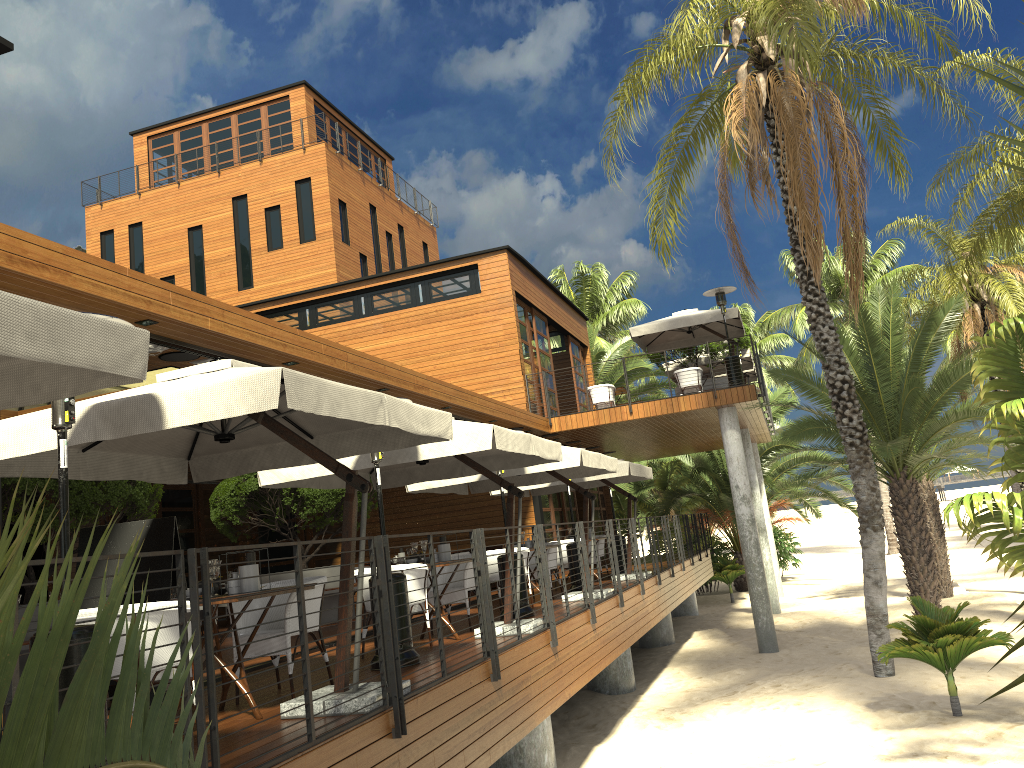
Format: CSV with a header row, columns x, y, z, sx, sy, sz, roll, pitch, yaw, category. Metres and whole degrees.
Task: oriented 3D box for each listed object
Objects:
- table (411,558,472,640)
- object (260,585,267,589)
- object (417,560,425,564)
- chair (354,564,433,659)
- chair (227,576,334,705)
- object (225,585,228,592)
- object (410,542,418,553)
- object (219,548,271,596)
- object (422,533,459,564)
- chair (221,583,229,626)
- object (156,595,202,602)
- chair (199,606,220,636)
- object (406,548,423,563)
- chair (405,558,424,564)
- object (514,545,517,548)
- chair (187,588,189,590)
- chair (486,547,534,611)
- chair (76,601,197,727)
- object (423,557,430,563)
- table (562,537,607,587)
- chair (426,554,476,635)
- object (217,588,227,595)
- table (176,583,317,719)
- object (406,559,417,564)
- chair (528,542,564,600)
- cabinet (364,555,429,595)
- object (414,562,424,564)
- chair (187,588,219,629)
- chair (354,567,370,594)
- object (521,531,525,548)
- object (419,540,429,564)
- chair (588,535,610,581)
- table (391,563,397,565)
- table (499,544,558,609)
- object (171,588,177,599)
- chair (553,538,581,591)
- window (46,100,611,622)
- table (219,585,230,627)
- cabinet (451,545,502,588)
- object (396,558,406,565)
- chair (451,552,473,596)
x,y,z,sx,sy,sz,roll,pitch,yaw,category
-0.842,2.181,8.861,0.931,0.752,0.929,-10,-11,16,table
-1.861,1.421,6.107,0.294,0.025,0.170,-10,-10,16,object
-0.896,1.763,8.756,0.080,0.042,0.080,-3,-11,-22,object
-1.100,2.069,8.156,0.627,0.791,0.615,-11,-11,17,chair
-1.639,1.820,6.381,0.627,0.791,0.615,-11,-11,17,chair
-1.865,1.373,5.950,0.116,0.065,0.116,-11,-11,20,object
-1.006,1.765,9.238,0.082,0.228,0.082,-8,-11,5,object
-1.734,1.218,5.745,0.263,0.265,0.262,-2,-12,-28,object
-0.721,1.659,8.930,0.263,0.265,0.262,-2,-12,-28,object
-5.274,4.194,17.054,0.627,0.791,0.614,-4,-11,-17,chair
-2.004,1.319,5.434,0.294,0.025,0.170,-10,-10,16,object
-4.990,3.616,14.027,0.626,0.791,0.616,-15,-13,37,chair
-1.000,1.751,9.007,0.163,0.179,0.167,-11,-11,18,object
-1.536,3.358,15.046,0.627,0.791,0.614,-2,-12,-27,chair
0.018,2.208,11.960,0.116,0.065,0.115,-10,-11,14,object
-4.975,3.407,12.870,0.615,0.791,0.627,-15,-13,37,chair
-0.076,2.515,11.376,0.627,0.791,0.615,-11,-11,17,chair
-2.128,1.622,4.923,0.627,0.791,0.615,-11,-11,17,chair
-0.852,1.814,9.136,0.116,0.065,0.115,-10,-11,14,object
1.191,3.066,15.251,0.931,0.752,0.929,-10,-11,16,table
-0.593,2.275,9.669,0.627,0.791,0.615,-11,-11,17,chair
-1.957,1.401,5.974,0.080,0.042,0.080,-9,-10,7,object
-1.857,1.739,5.669,0.931,0.752,0.929,-10,-11,16,table
-0.992,1.769,8.784,0.116,0.065,0.115,-10,-11,14,object
0.413,2.713,12.833,0.627,0.791,0.615,-11,-11,17,chair
-2.277,4.030,18.389,1.609,0.841,0.555,-10,-11,16,cabinet
-0.991,1.760,8.619,0.294,0.025,0.170,-10,-10,16,object
-5.629,4.033,15.900,0.617,0.791,0.625,-2,-12,-27,chair
-2.718,3.568,15.377,0.617,0.791,0.625,-2,-12,-27,chair
0.150,2.093,11.890,0.082,0.228,0.082,-11,-11,17,object
-0.860,1.653,8.715,0.082,0.228,0.082,-11,-11,17,object
1.437,3.159,16.053,0.627,0.791,0.615,-11,-11,17,chair
-1.935,3.561,15.794,1.164,0.752,1.163,-11,-11,21,table
0.173,2.623,12.052,0.931,0.752,0.929,-10,-11,16,table
-2.116,1.334,5.616,0.086,0.086,0.086,-11,-11,21,object
0.948,2.960,14.597,0.627,0.791,0.615,-11,-11,17,chair
-4.982,-3.861,21.552,14.492,18.026,38.276,-6,-10,-6,window
-4.946,4.038,16.310,1.164,0.752,1.163,-11,-11,18,table
-0.742,3.755,17.946,1.609,0.841,0.555,-10,-11,16,cabinet
-1.103,1.775,8.801,0.086,0.086,0.086,-11,-11,21,object
-1.055,3.487,16.113,0.617,0.791,0.625,-2,-12,-27,chair
